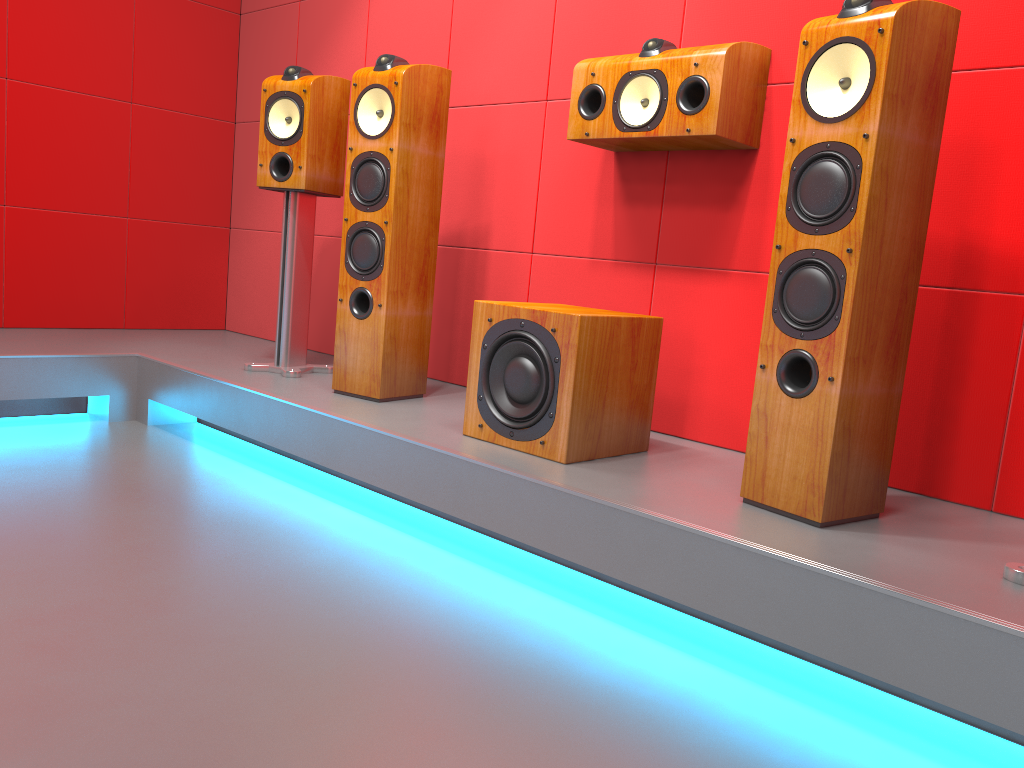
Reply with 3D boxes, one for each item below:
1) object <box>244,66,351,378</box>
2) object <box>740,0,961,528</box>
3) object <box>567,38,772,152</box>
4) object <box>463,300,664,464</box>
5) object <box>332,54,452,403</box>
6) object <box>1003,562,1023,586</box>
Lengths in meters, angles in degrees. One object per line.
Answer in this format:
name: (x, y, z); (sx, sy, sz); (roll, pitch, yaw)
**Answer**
object: (-0.758, -0.568, 3.153); (0.231, 1.058, 0.265); (9, 8, 23)
object: (0.689, -0.248, 1.838); (0.238, 1.052, 0.203); (-1, 10, -37)
object: (0.425, -0.806, 2.470); (0.493, 0.271, 0.235); (13, 11, 42)
object: (0.130, -0.019, 2.341); (0.360, 0.360, 0.360); (13, 11, 42)
object: (-0.385, -0.483, 2.806); (0.203, 1.052, 0.238); (10, 9, 32)
object: (1.071, -0.161, 1.452); (0.265, 1.058, 0.231); (1, 9, -27)
